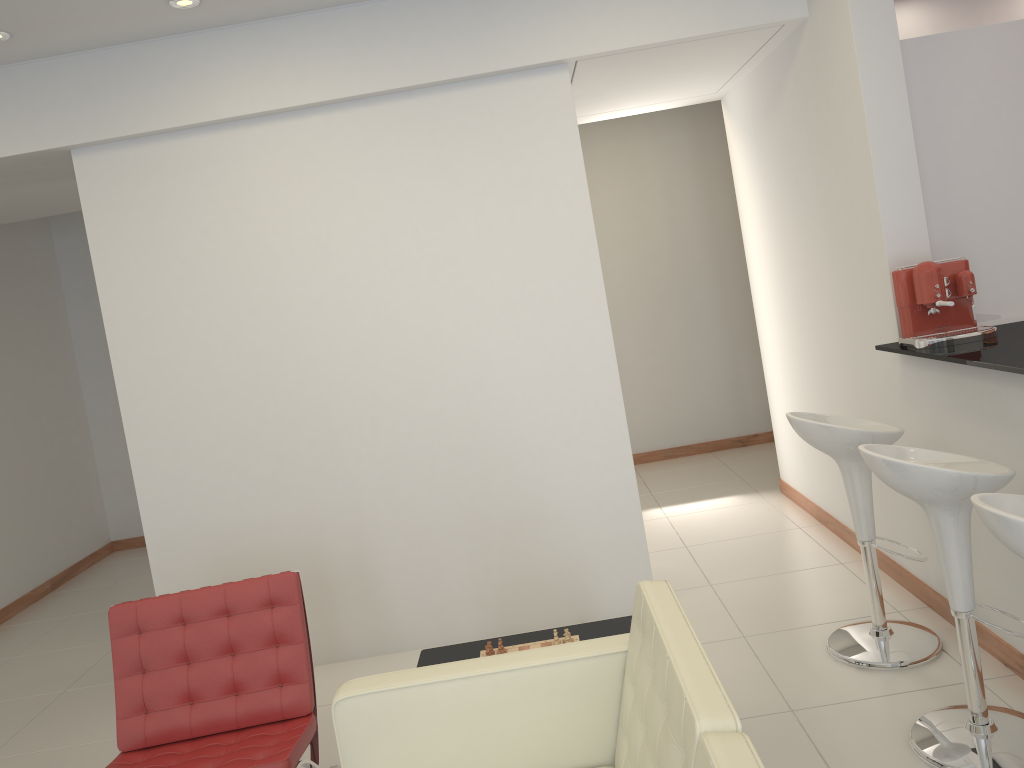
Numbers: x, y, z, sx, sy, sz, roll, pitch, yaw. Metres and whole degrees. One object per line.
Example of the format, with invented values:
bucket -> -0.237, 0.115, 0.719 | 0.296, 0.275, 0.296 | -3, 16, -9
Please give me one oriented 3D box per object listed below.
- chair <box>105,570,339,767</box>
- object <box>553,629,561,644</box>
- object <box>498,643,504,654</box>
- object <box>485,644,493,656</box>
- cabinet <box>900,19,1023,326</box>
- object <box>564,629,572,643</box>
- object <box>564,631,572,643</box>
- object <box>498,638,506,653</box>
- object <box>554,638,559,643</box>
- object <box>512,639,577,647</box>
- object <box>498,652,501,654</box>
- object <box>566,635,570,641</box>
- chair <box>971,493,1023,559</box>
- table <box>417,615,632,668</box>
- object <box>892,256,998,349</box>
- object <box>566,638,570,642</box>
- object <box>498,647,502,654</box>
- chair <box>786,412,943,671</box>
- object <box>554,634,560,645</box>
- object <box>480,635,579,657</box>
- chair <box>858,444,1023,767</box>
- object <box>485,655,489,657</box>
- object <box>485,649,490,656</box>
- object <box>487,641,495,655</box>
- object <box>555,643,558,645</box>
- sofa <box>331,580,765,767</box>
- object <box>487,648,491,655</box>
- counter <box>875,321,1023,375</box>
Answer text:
chair -> -1.058, 1.182, 3.044 | 0.700, 0.814, 0.708 | -10, 4, -4
object -> 0.158, 0.903, 3.166 | 0.030, 0.049, 0.030 | -9, 3, 9
object -> -0.040, 0.940, 3.129 | 0.030, 0.049, 0.030 | -9, 3, 9
object -> -0.079, 0.946, 3.130 | 0.030, 0.052, 0.030 | -9, 3, 9
cabinet -> 2.384, -0.452, 4.805 | 1.057, 2.516, 1.643 | -10, 4, 1
object -> 0.198, 0.899, 3.165 | 0.030, 0.044, 0.030 | -9, 4, 9
object -> 0.197, 0.899, 3.125 | 0.030, 0.052, 0.030 | -10, 3, -6
object -> -0.039, 0.936, 3.169 | 0.030, 0.049, 0.030 | -9, 3, 9
object -> 0.157, 0.911, 3.086 | 0.030, 0.049, 0.030 | -9, 3, 9
object -> 0.062, 0.957, 3.029 | 0.349, 0.001, 0.348 | -10, 6, 1
object -> -0.040, 0.949, 3.049 | 0.030, 0.049, 0.030 | -9, 3, 9
object -> 0.196, 0.902, 3.085 | 0.030, 0.055, 0.030 | -9, 3, 9
chair -> 1.432, 0.754, 2.120 | 0.464, 1.018, 0.459 | -9, 3, 12
table -> 0.135, 1.180, 3.033 | 0.916, 0.421, 0.704 | -10, 5, 1
object -> 1.732, -0.331, 3.509 | 0.321, 0.336, 0.322 | -10, 4, 1
object -> 0.194, 0.899, 3.045 | 0.030, 0.069, 0.030 | -9, 3, 9
object -> -0.040, 0.944, 3.089 | 0.030, 0.049, 0.030 | -9, 3, 9
chair -> 1.445, 0.593, 3.643 | 0.464, 1.018, 0.459 | -9, 3, 12
object -> 0.157, 0.907, 3.126 | 0.030, 0.049, 0.030 | -9, 3, 9
object -> 0.064, 0.968, 3.029 | 0.360, 0.021, 0.362 | -10, 6, 1
chair -> 1.438, 0.677, 2.851 | 0.464, 1.018, 0.459 | -9, 3, 12
object -> -0.081, 0.952, 3.010 | 0.030, 0.064, 0.030 | -9, 3, 9
object -> -0.082, 0.946, 3.050 | 0.030, 0.069, 0.030 | -9, 3, 9
object -> -0.078, 0.945, 3.170 | 0.030, 0.044, 0.030 | -9, 4, 9
object -> 0.157, 0.915, 3.046 | 0.030, 0.049, 0.030 | -9, 3, 9
sofa -> 0.024, 1.138, 1.135 | 1.000, 0.919, 2.576 | -10, 6, 1
object -> -0.080, 0.948, 3.090 | 0.030, 0.055, 0.030 | -9, 3, 9
counter -> 1.921, -0.061, 2.344 | 0.735, 0.019, 2.977 | -10, 6, 1
